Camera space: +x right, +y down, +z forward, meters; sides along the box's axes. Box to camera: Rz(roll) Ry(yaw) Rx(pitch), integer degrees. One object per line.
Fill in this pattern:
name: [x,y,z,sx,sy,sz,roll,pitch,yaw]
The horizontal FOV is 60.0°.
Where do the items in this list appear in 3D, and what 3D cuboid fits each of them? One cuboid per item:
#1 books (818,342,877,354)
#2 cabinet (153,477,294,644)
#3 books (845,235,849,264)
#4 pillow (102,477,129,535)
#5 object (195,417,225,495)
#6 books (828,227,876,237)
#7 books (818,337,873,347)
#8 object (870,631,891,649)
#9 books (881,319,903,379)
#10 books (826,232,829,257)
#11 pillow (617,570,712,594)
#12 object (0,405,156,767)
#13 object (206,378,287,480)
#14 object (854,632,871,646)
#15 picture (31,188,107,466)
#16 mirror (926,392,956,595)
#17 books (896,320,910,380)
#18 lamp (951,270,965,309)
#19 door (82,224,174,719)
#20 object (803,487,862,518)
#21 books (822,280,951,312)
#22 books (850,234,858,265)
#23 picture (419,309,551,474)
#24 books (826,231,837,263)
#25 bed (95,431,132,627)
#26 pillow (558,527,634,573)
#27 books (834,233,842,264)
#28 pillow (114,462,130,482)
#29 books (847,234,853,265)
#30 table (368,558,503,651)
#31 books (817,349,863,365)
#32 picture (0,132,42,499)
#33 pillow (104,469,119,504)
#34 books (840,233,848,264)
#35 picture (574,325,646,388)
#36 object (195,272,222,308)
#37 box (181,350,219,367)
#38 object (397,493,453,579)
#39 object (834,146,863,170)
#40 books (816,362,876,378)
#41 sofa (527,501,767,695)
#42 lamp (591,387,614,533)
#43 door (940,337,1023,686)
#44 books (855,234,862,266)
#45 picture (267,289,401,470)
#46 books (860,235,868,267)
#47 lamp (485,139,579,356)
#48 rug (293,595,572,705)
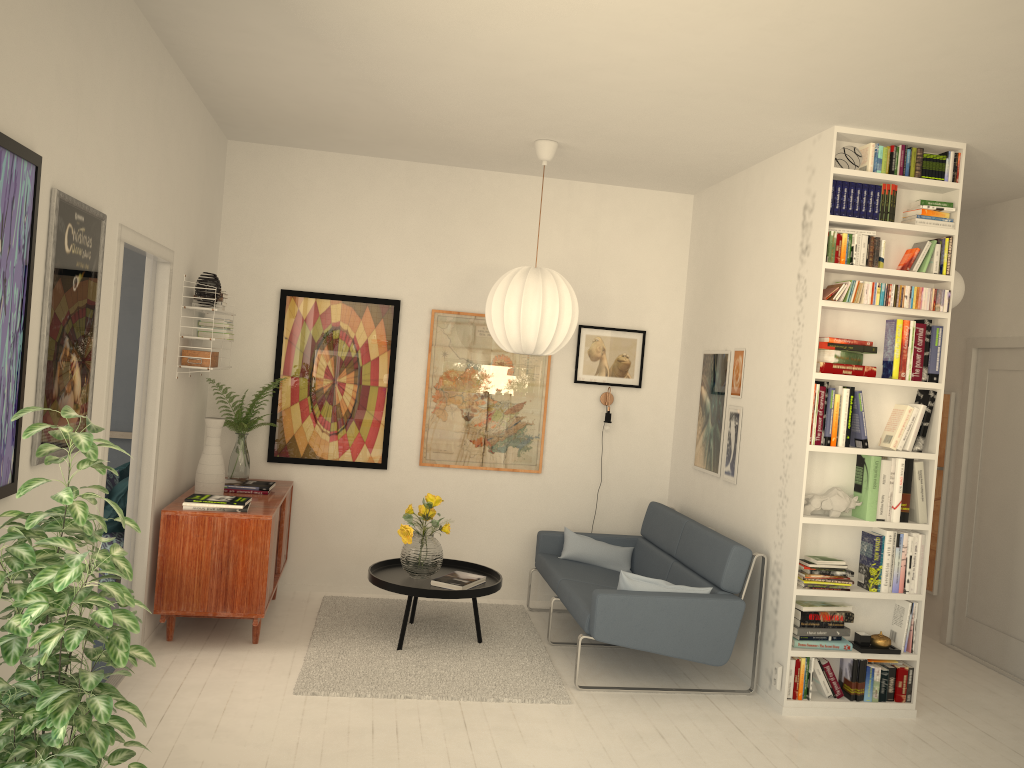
books: [1.651,-0.183,4.497,0.314,0.035,0.205,5,1,-9]
cabinet: [-1.631,0.999,5.151,0.546,0.727,1.262,5,1,-9]
books: [1.632,-0.665,4.469,0.013,0.149,0.208,5,1,-9]
pillow: [-2.267,0.683,5.248,0.237,0.385,0.767,5,1,-11]
object: [-1.669,0.413,4.931,0.160,0.445,0.158,5,1,31]
books: [1.670,-0.756,4.471,0.255,0.022,0.189,5,1,1]
books: [1.647,-0.213,4.487,0.266,0.026,0.203,4,1,-20]
object: [2.671,0.894,3.775,0.778,1.711,2.089,4,1,-28]
books: [1.919,-0.178,4.540,0.032,0.300,0.200,5,1,-9]
books: [1.527,-0.675,4.464,0.019,0.156,0.205,5,1,-9]
pillow: [0.758,1.131,4.584,0.533,0.353,0.141,5,1,-9]
object: [-1.140,0.756,2.157,0.569,1.424,0.513,5,1,34]
object: [-1.672,0.277,5.574,0.476,0.686,0.398,5,1,-7]
object: [1.780,1.296,4.505,0.058,0.055,0.058,5,1,-9]
picture: [-1.501,-0.186,3.028,0.020,0.869,0.525,5,1,-9]
mirror: [2.864,0.730,6.199,0.029,1.370,0.500,5,1,-9]
books: [1.955,-0.172,4.539,0.039,0.302,0.199,5,1,-9]
lamp: [2.577,-0.813,5.306,0.275,0.767,0.275,5,1,-15]
door: [-2.136,0.328,3.920,0.882,2.033,0.955,5,1,-9]
object: [1.600,0.590,4.458,0.311,0.150,0.137,5,1,-1]
books: [1.837,-0.443,4.508,0.664,0.110,0.278,5,1,-9]
books: [1.671,-0.663,4.460,0.012,0.155,0.208,5,1,-9]
picture: [-0.168,0.057,6.014,0.838,1.052,0.012,5,1,-9]
books: [1.558,-0.674,4.444,0.034,0.162,0.197,5,1,-9]
bed: [-2.933,0.764,5.107,1.655,0.974,0.934,5,1,-9]
pillow: [0.562,1.098,5.845,0.539,0.277,0.157,5,1,-8]
books: [1.588,-0.667,4.452,0.030,0.149,0.202,5,1,-9]
pillow: [-2.436,0.666,5.395,0.220,0.385,0.387,5,1,-8]
books: [1.651,-0.666,4.473,0.024,0.155,0.188,5,1,-9]
table: [-0.450,1.267,5.056,0.761,0.386,0.761,5,1,7]
books: [1.647,-0.132,4.485,0.268,0.064,0.128,4,1,-39]
picture: [-1.394,-0.165,2.354,0.018,0.999,0.546,5,1,-9]
pillow: [-2.387,0.666,5.015,0.237,0.338,0.437,5,1,-11]
books: [1.616,-0.666,4.451,0.023,0.152,0.199,5,1,-9]
picture: [0.679,-0.188,6.139,0.481,0.402,0.015,5,1,-9]
object: [-1.668,-0.515,4.867,0.139,0.200,0.139,5,1,35]
box: [-1.734,-0.142,4.934,0.152,0.084,0.266,5,1,-9]
object: [-0.513,0.867,5.066,0.291,0.471,0.361,5,1,29]
object: [1.670,-1.116,4.404,0.131,0.131,0.131,5,1,-13]
books: [1.645,-0.073,4.477,0.300,0.056,0.202,5,1,-9]
sofa: [0.711,1.170,5.232,0.964,0.773,1.603,5,1,-9]
lamp: [0.482,0.715,6.068,0.360,1.416,0.112,5,1,-9]
door: [3.065,0.731,5.423,0.166,2.033,0.955,5,1,-9]
books: [1.690,-0.664,4.479,0.028,0.159,0.222,5,1,-9]
picture: [-1.171,-0.023,5.850,0.778,1.134,0.018,5,1,-9]
books: [1.722,-0.659,4.477,0.035,0.158,0.200,5,1,-9]
lamp: [0.147,-0.781,5.112,0.536,1.229,0.536,5,1,25]
rug: [-0.466,1.458,5.016,1.304,0.012,1.661,5,1,-7]
